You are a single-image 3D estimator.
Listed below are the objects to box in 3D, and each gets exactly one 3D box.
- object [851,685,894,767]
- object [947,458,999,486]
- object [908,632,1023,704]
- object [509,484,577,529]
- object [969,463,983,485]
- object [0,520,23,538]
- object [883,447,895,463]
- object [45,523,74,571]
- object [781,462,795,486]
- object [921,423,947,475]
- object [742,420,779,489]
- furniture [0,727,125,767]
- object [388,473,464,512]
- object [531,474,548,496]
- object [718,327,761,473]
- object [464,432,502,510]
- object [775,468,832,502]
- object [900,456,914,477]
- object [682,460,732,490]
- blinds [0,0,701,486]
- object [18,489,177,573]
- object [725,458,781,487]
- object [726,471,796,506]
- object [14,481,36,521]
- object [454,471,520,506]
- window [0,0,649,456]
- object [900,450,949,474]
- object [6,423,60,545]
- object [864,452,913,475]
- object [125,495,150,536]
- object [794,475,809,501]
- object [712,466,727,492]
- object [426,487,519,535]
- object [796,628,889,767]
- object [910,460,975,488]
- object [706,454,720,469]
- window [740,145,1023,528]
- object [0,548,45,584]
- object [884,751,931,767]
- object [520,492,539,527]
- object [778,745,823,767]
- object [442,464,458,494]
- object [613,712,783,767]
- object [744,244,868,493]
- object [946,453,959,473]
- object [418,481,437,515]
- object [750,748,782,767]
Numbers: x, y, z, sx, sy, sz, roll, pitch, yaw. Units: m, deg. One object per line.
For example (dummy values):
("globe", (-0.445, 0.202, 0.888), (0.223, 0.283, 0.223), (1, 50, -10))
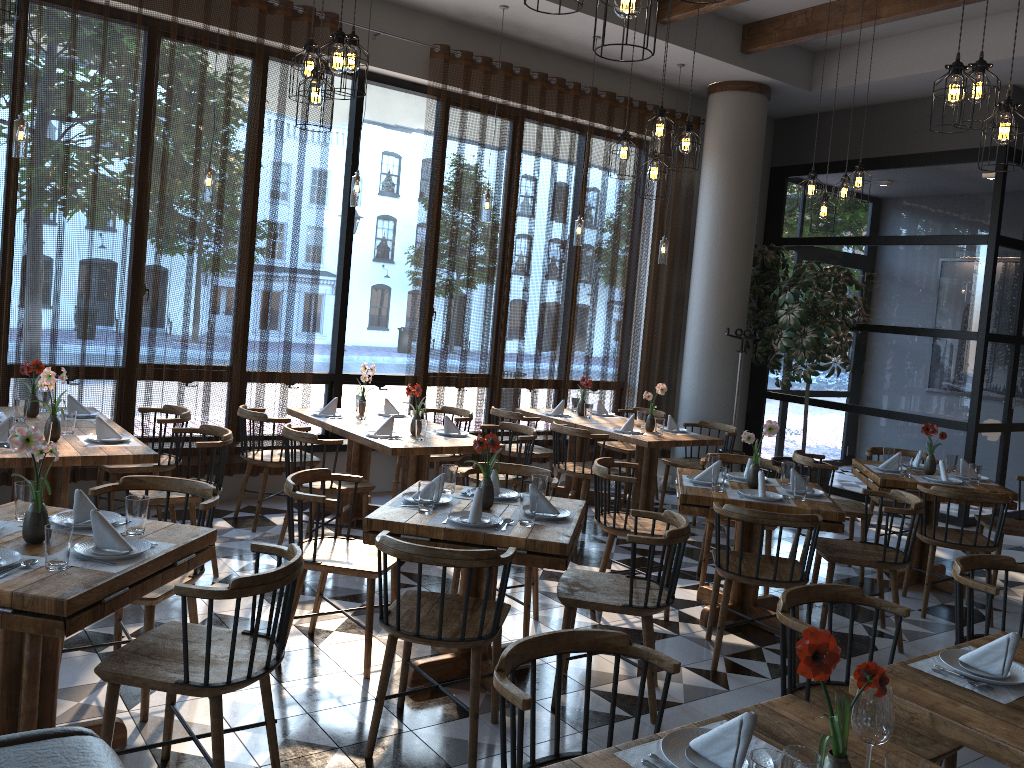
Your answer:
("object", (0.729, 0.718, 1.801), (0.081, 0.215, 0.081), (3, 3, -27))
("object", (3.180, 0.590, 6.139), (0.272, 0.137, 0.352), (6, 5, 9))
("object", (1.349, 0.749, 2.507), (0.351, 0.137, 0.273), (2, 6, -36))
("object", (0.146, 0.519, 3.946), (0.272, 0.137, 0.352), (6, 5, 9))
("object", (3.101, 0.604, 5.934), (0.080, 0.132, 0.080), (4, 3, -11))
("object", (-1.835, 0.432, 2.980), (0.272, 0.137, 0.352), (6, 5, 9))
("object", (2.731, 0.528, 6.429), (0.080, 0.132, 0.080), (7, 4, 29))
("object", (-1.385, 0.498, 2.702), (0.080, 0.132, 0.080), (6, 3, 19))
("object", (1.633, 0.535, 5.261), (0.080, 0.132, 0.080), (4, 3, -21))
("object", (2.939, 0.454, 6.206), (0.156, 0.354, 0.171), (6, 3, 11))
("object", (1.406, 0.400, 5.048), (0.206, 0.399, 0.147), (4, 3, -24))
("furniture", (2.358, 1.134, 2.062), (6.581, 1.148, 1.924), (1, 6, -36))
("object", (-0.379, 0.467, 4.026), (0.272, 0.137, 0.352), (6, 5, 9))
("object", (0.126, 0.500, 4.176), (0.080, 0.132, 0.080), (3, 4, -31))
("object", (2.148, 0.294, 8.531), (0.374, 1.655, 0.375), (4, 3, -13))
("object", (-0.128, 0.385, 3.950), (0.156, 0.354, 0.171), (6, 3, 19))
("object", (1.655, 0.554, 5.037), (0.272, 0.137, 0.352), (6, 5, 9))
("object", (2.666, 0.561, 5.992), (0.080, 0.132, 0.080), (4, 3, -21))
("object", (1.130, 0.502, 5.116), (0.272, 0.137, 0.352), (6, 5, 9))
("blinds", (-1.155, -1.068, 7.207), (7.259, 3.574, 0.160), (2, 4, -36))
("object", (-1.445, 0.461, 3.037), (0.582, 0.137, 0.578), (6, 5, 9))
("object", (1.433, 0.508, 5.342), (0.352, 0.137, 0.273), (6, 5, 9))
("object", (1.352, 0.548, 4.811), (0.352, 0.137, 0.273), (6, 5, 9))
("object", (-1.754, 0.422, 3.197), (0.080, 0.132, 0.080), (7, 4, 29))
("object", (-0.076, 0.473, 4.251), (0.352, 0.137, 0.273), (6, 5, 9))
("window", (-4.303, -0.993, 3.972), (4.502, 3.158, 15.134), (7, 5, 31))
("object", (2.957, 0.544, 6.445), (0.352, 0.137, 0.273), (6, 5, 9))
("object", (-1.590, 0.326, 2.926), (0.146, 0.399, 0.207), (4, 3, -16))
("object", (2.655, 0.538, 6.219), (0.272, 0.137, 0.352), (6, 5, 9))
("object", (-1.326, 0.465, 3.129), (0.080, 0.132, 0.080), (6, 3, 19))
("object", (1.574, 0.568, 4.834), (0.080, 0.132, 0.080), (4, 3, -21))
("object", (1.140, 0.525, 4.892), (0.080, 0.132, 0.080), (4, 3, -21))
("object", (-0.157, 0.513, 3.720), (0.352, 0.137, 0.273), (6, 5, 9))
("object", (0.596, 0.647, 1.679), (0.156, 0.354, 0.171), (3, 4, -33))
("object", (2.877, 0.584, 5.913), (0.352, 0.137, 0.273), (6, 5, 9))
("object", (1.205, 0.492, 5.329), (0.080, 0.132, 0.080), (4, 3, -21))
("window", (4.464, -0.548, 9.833), (2.184, 3.542, 2.736), (3, 4, -36))
("object", (-1.613, 0.478, 2.675), (0.352, 0.137, 0.273), (6, 5, 9))
("object", (0.735, 0.773, 1.662), (0.080, 0.132, 0.080), (3, 4, -36))
("object", (0.068, 0.532, 3.748), (0.080, 0.132, 0.080), (3, 4, -31))
("object", (0.475, 0.724, 1.483), (0.081, 0.215, 0.081), (6, 3, 23))
("object", (-0.302, 0.457, 4.243), (0.080, 0.132, 0.080), (3, 4, -31))
("object", (0.439, 0.728, 1.852), (0.351, 0.137, 0.273), (2, 6, -36))
("object", (2.726, -0.175, 9.095), (1.639, 2.587, 1.379), (8, 4, 38))
("object", (3.159, 0.571, 6.361), (0.080, 0.132, 0.080), (4, 3, -11))
("object", (-0.367, 0.489, 3.807), (0.080, 0.132, 0.080), (4, 3, -21))
("object", (0.471, 0.753, 1.626), (0.080, 0.132, 0.080), (8, 4, 39))
